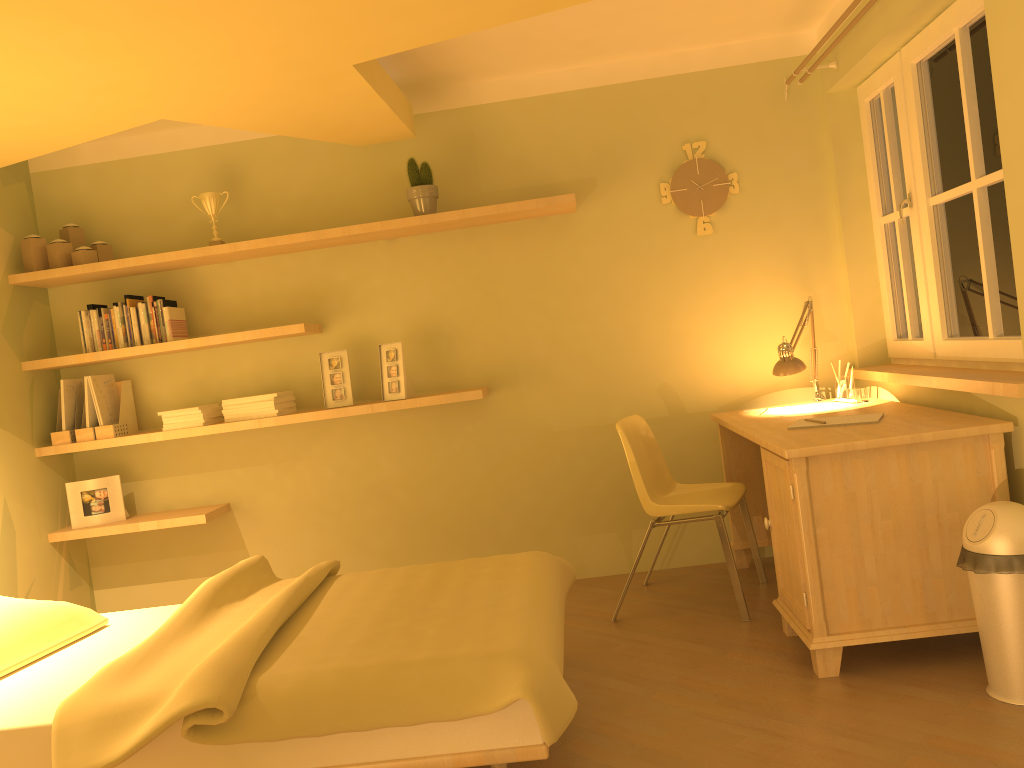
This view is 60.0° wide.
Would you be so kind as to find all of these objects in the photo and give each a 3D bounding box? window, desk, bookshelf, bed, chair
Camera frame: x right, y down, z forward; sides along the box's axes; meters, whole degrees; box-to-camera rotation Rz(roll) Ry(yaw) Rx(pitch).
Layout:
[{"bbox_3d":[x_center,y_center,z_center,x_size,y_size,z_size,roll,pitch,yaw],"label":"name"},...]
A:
[{"bbox_3d":[1.613,-0.683,3.309,0.142,1.263,1.486,-7,2,4],"label":"window"},{"bbox_3d":[1.248,0.482,3.377,0.684,0.720,1.396,-7,2,4],"label":"desk"},{"bbox_3d":[-0.922,-0.058,4.136,2.605,1.240,0.300,-7,2,4],"label":"bookshelf"},{"bbox_3d":[-1.002,0.723,2.636,2.378,0.894,1.286,-8,2,4],"label":"bed"},{"bbox_3d":[0.698,0.512,3.667,0.546,0.785,0.531,-7,2,24],"label":"chair"}]

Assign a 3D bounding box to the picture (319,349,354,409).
[{"bbox_3d":[-0.813,-0.025,4.184,0.134,0.264,0.171,-8,2,3],"label":"picture"}]

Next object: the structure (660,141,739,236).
[{"bbox_3d":[0.874,-0.910,4.127,0.360,0.432,0.027,-7,2,4],"label":"structure"}]

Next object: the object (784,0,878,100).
[{"bbox_3d":[1.281,-1.319,3.221,0.190,0.113,1.708,-7,2,4],"label":"object"}]

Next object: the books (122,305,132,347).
[{"bbox_3d":[-1.779,-0.269,4.175,0.017,0.203,0.155,-7,2,4],"label":"books"}]

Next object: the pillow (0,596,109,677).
[{"bbox_3d":[-1.691,0.799,2.691,0.482,0.213,0.801,-7,2,14],"label":"pillow"}]

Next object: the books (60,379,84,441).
[{"bbox_3d":[-2.082,0.126,4.208,0.048,0.297,0.214,-8,2,-2],"label":"books"}]

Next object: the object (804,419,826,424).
[{"bbox_3d":[1.092,0.134,3.197,0.008,0.009,0.166,-8,2,-5],"label":"object"}]

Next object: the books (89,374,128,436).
[{"bbox_3d":[-1.905,0.102,4.197,0.043,0.296,0.210,-7,2,4],"label":"books"}]

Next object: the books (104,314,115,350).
[{"bbox_3d":[-1.865,-0.242,4.181,0.021,0.172,0.157,-7,2,4],"label":"books"}]

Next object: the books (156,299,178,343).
[{"bbox_3d":[-1.609,-0.291,4.163,0.032,0.203,0.157,-7,2,4],"label":"books"}]

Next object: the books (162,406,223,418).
[{"bbox_3d":[-1.498,0.131,4.186,0.190,0.015,0.270,-7,2,6],"label":"books"}]

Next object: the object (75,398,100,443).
[{"bbox_3d":[-1.977,0.132,4.203,0.087,0.259,0.236,-7,2,4],"label":"object"}]

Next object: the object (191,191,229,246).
[{"bbox_3d":[-1.394,-0.757,4.146,0.160,0.268,0.095,-9,2,-26],"label":"object"}]

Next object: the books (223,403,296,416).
[{"bbox_3d":[-1.179,0.120,4.150,0.270,0.015,0.190,-7,2,16],"label":"books"}]

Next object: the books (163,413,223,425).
[{"bbox_3d":[-1.493,0.161,4.186,0.190,0.015,0.270,-7,2,5],"label":"books"}]

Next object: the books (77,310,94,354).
[{"bbox_3d":[-1.982,-0.242,4.188,0.040,0.203,0.157,-7,2,4],"label":"books"}]

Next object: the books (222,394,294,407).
[{"bbox_3d":[-1.193,0.076,4.169,0.270,0.015,0.190,-7,2,14],"label":"books"}]

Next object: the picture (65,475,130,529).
[{"bbox_3d":[-1.969,0.555,4.211,0.247,0.219,0.131,-8,2,-19],"label":"picture"}]

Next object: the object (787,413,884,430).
[{"bbox_3d":[1.159,0.133,3.173,0.300,0.010,0.210,-6,2,29],"label":"object"}]

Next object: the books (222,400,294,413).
[{"bbox_3d":[-1.187,0.106,4.152,0.270,0.015,0.190,-7,2,14],"label":"books"}]

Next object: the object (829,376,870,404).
[{"bbox_3d":[1.443,0.023,3.814,0.070,0.105,0.240,-8,2,-4],"label":"object"}]

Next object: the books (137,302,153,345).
[{"bbox_3d":[-1.698,-0.279,4.169,0.040,0.203,0.157,-7,2,4],"label":"books"}]

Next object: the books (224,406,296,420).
[{"bbox_3d":[-1.179,0.135,4.159,0.270,0.015,0.190,-7,2,11],"label":"books"}]

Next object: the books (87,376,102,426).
[{"bbox_3d":[-1.914,0.104,4.194,0.036,0.296,0.210,-7,2,4],"label":"books"}]

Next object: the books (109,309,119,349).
[{"bbox_3d":[-1.840,-0.256,4.184,0.032,0.193,0.146,-7,2,4],"label":"books"}]

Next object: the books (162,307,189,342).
[{"bbox_3d":[-1.576,-0.275,4.151,0.032,0.163,0.178,-7,2,4],"label":"books"}]

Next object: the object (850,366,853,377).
[{"bbox_3d":[1.464,-0.008,3.829,0.010,0.138,0.043,-9,2,-22],"label":"object"}]

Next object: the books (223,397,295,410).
[{"bbox_3d":[-1.181,0.090,4.150,0.270,0.015,0.190,-7,2,17],"label":"books"}]

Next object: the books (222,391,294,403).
[{"bbox_3d":[-1.189,0.060,4.156,0.270,0.015,0.190,-7,2,9],"label":"books"}]

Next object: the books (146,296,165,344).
[{"bbox_3d":[-1.664,-0.297,4.175,0.032,0.229,0.138,-7,2,4],"label":"books"}]

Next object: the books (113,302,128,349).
[{"bbox_3d":[-1.807,-0.272,4.171,0.038,0.217,0.166,-7,2,4],"label":"books"}]

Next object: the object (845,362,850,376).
[{"bbox_3d":[1.458,-0.018,3.886,0.008,0.155,0.073,-9,2,-32],"label":"object"}]

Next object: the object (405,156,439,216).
[{"bbox_3d":[-0.412,-0.899,4.039,0.145,0.294,0.145,-8,2,-15],"label":"object"}]

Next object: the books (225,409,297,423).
[{"bbox_3d":[-1.177,0.150,4.160,0.270,0.015,0.190,-7,2,14],"label":"books"}]

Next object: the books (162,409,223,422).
[{"bbox_3d":[-1.496,0.146,4.179,0.190,0.015,0.270,-8,2,3],"label":"books"}]

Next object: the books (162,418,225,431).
[{"bbox_3d":[-1.497,0.192,4.184,0.190,0.015,0.270,-8,2,3],"label":"books"}]

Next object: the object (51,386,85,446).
[{"bbox_3d":[-2.102,0.149,4.210,0.087,0.259,0.236,-8,2,-2],"label":"object"}]

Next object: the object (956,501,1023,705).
[{"bbox_3d":[1.385,0.590,2.453,0.255,0.535,0.248,-6,3,38],"label":"object"}]

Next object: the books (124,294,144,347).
[{"bbox_3d":[-1.763,-0.293,4.172,0.021,0.247,0.157,-7,2,4],"label":"books"}]

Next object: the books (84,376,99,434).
[{"bbox_3d":[-1.957,0.109,4.198,0.048,0.297,0.214,-7,2,4],"label":"books"}]

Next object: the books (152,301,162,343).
[{"bbox_3d":[-1.636,-0.285,4.165,0.022,0.198,0.157,-7,2,4],"label":"books"}]

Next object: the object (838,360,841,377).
[{"bbox_3d":[1.447,-0.023,3.920,0.034,0.165,0.009,-8,2,-4],"label":"object"}]

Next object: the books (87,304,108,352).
[{"bbox_3d":[-1.948,-0.260,4.194,0.032,0.229,0.138,-7,2,4],"label":"books"}]

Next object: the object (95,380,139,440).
[{"bbox_3d":[-1.882,0.120,4.196,0.087,0.259,0.236,-7,2,4],"label":"object"}]

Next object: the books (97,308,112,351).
[{"bbox_3d":[-1.893,-0.254,4.182,0.032,0.203,0.157,-7,2,4],"label":"books"}]

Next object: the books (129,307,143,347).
[{"bbox_3d":[-1.733,-0.265,4.164,0.032,0.184,0.173,-7,2,4],"label":"books"}]

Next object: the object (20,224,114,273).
[{"bbox_3d":[-2.092,-0.644,4.170,0.349,0.229,0.234,-7,2,5],"label":"object"}]

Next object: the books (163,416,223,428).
[{"bbox_3d":[-1.499,0.177,4.184,0.190,0.015,0.270,-8,2,0],"label":"books"}]

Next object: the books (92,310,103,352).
[{"bbox_3d":[-1.920,-0.248,4.184,0.022,0.198,0.157,-7,2,4],"label":"books"}]

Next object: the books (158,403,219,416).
[{"bbox_3d":[-1.518,0.119,4.173,0.190,0.015,0.270,-8,2,1],"label":"books"}]

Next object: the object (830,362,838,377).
[{"bbox_3d":[1.435,-0.021,3.909,0.053,0.162,0.009,-8,2,-21],"label":"object"}]

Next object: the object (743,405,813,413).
[{"bbox_3d":[1.161,0.107,3.878,0.300,0.009,0.040,-6,3,34],"label":"object"}]

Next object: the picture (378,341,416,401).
[{"bbox_3d":[-0.516,-0.063,4.122,0.134,0.264,0.171,-6,2,30],"label":"picture"}]

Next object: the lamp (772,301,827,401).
[{"bbox_3d":[1.242,-0.129,3.881,0.140,0.455,0.484,-6,2,29],"label":"lamp"}]
